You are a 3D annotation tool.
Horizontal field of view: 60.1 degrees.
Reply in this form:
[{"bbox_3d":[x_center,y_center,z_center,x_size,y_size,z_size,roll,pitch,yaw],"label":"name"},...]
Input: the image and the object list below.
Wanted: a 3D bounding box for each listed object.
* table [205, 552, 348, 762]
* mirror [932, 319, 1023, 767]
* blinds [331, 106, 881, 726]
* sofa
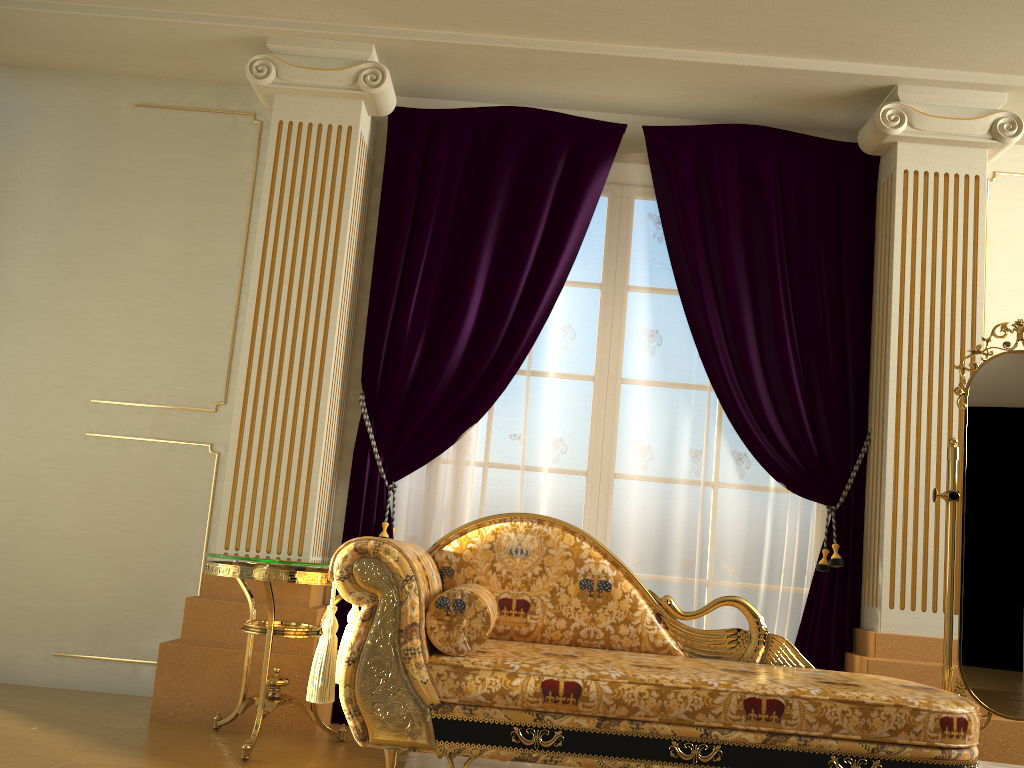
[{"bbox_3d":[-0.810,0.932,3.082,0.576,0.637,0.572,14,-12,-43],"label":"table"},{"bbox_3d":[1.716,0.601,3.001,0.541,1.684,0.245,4,-7,11],"label":"mirror"},{"bbox_3d":[0.418,0.156,3.745,2.234,2.628,0.342,5,-7,2],"label":"blinds"},{"bbox_3d":[0.401,0.840,2.676,1.893,0.863,0.700,5,-9,1],"label":"sofa"}]
